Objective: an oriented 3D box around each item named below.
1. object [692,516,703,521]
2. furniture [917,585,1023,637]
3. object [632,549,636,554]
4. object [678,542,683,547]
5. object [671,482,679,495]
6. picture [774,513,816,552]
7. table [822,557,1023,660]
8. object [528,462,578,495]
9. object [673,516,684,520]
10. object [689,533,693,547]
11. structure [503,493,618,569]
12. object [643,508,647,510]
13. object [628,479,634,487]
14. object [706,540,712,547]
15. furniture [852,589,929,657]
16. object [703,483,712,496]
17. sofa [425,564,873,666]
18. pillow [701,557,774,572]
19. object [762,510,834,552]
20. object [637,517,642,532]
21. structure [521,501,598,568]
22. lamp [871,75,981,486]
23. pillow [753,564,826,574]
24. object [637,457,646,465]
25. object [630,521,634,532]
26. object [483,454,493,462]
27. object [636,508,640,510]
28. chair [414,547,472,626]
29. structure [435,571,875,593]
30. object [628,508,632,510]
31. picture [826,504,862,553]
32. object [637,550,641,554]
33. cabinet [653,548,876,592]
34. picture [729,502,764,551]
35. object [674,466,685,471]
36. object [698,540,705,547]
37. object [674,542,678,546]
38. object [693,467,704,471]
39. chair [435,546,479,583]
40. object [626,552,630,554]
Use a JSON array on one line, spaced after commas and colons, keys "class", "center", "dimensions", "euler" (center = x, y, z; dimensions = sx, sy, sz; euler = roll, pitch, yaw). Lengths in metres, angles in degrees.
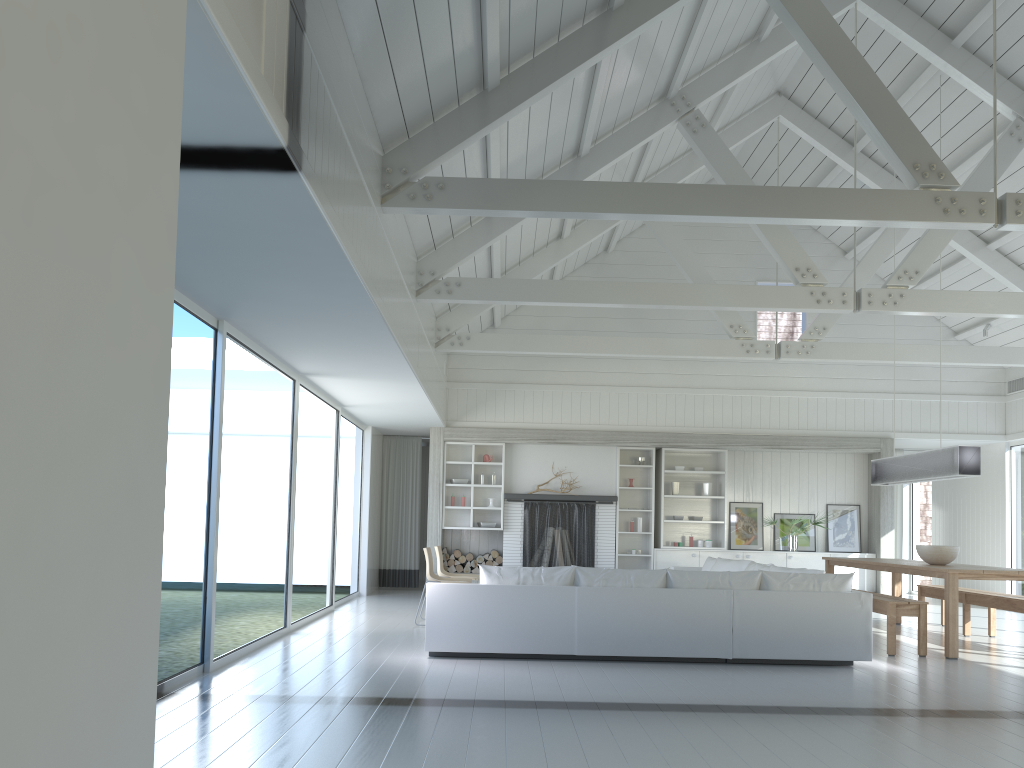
[{"class": "object", "center": [2.718, 1.974, 12.920], "dimensions": [0.141, 0.066, 0.142], "euler": [1, -8, -1]}, {"class": "furniture", "center": [4.895, 2.362, 8.928], "dimensions": [0.340, 0.467, 2.706], "euler": [1, -9, 0]}, {"class": "object", "center": [1.760, 2.426, 12.752], "dimensions": [0.054, 0.070, 0.055], "euler": [1, -5, -1]}, {"class": "object", "center": [2.438, 2.324, 12.773], "dimensions": [0.058, 0.060, 0.058], "euler": [4, -6, -23]}, {"class": "object", "center": [2.371, 1.522, 12.797], "dimensions": [0.102, 0.195, 0.103], "euler": [1, -4, -1]}, {"class": "picture", "center": [4.139, 2.173, 12.899], "dimensions": [0.609, 0.550, 0.054], "euler": [1, -3, -1]}, {"class": "table", "center": [4.124, 2.198, 8.932], "dimensions": [0.906, 0.757, 2.976], "euler": [1, -9, 0]}, {"class": "object", "center": [0.678, 1.342, 12.550], "dimensions": [0.785, 0.499, 0.459], "euler": [6, -7, -31]}, {"class": "object", "center": [2.411, 1.943, 12.776], "dimensions": [0.141, 0.066, 0.142], "euler": [1, -8, -1]}, {"class": "object", "center": [2.597, 2.260, 12.768], "dimensions": [0.054, 0.195, 0.054], "euler": [1, -3, -1]}, {"class": "structure", "center": [0.673, 2.271, 12.865], "dimensions": [1.616, 1.279, 0.866], "euler": [1, -5, -1]}, {"class": "object", "center": [1.945, 1.832, 12.875], "dimensions": [0.054, 0.025, 0.055], "euler": [1, -8, -1]}, {"class": "object", "center": [1.730, 1.441, 12.797], "dimensions": [0.137, 0.129, 0.138], "euler": [-4, -8, 42]}, {"class": "object", "center": [2.846, 2.304, 12.739], "dimensions": [0.085, 0.111, 0.086], "euler": [-2, -6, 34]}, {"class": "furniture", "center": [3.397, 2.324, 8.912], "dimensions": [0.340, 0.467, 2.706], "euler": [1, -9, 0]}, {"class": "object", "center": [2.840, 1.534, 12.802], "dimensions": [0.103, 0.195, 0.103], "euler": [-3, -6, 44]}, {"class": "sofa", "center": [1.048, 2.124, 8.896], "dimensions": [3.476, 0.733, 4.173], "euler": [1, -9, 0]}, {"class": "pillow", "center": [2.489, 2.194, 9.838], "dimensions": [0.462, 0.474, 2.075], "euler": [2, -9, -8]}, {"class": "object", "center": [4.099, 2.085, 12.604], "dimensions": [0.971, 0.625, 0.627], "euler": [2, -6, -3]}, {"class": "object", "center": [1.848, 2.039, 12.769], "dimensions": [0.072, 0.210, 0.072], "euler": [1, -4, -1]}, {"class": "structure", "center": [0.679, 2.191, 12.511], "dimensions": [1.097, 1.057, 0.117], "euler": [1, -3, -1]}, {"class": "lamp", "center": [4.188, -1.118, 9.047], "dimensions": [0.200, 4.217, 1.919], "euler": [1, -4, 0]}, {"class": "pillow", "center": [2.470, 1.926, 8.176], "dimensions": [0.466, 0.474, 1.329], "euler": [2, -8, -9]}, {"class": "object", "center": [1.876, 1.126, 12.787], "dimensions": [0.161, 0.123, 0.163], "euler": [-3, -8, 32]}, {"class": "object", "center": [1.741, 2.044, 12.769], "dimensions": [0.054, 0.195, 0.054], "euler": [1, -3, -1]}, {"class": "object", "center": [-0.357, 1.073, 12.682], "dimensions": [0.232, 0.126, 0.059], "euler": [-6, -8, 44]}, {"class": "object", "center": [1.827, 1.820, 12.819], "dimensions": [0.054, 0.025, 0.055], "euler": [1, -8, -1]}, {"class": "chair", "center": [-0.703, 2.106, 9.209], "dimensions": [0.555, 0.775, 0.600], "euler": [1, -5, -1]}, {"class": "structure", "center": [2.021, 3.019, 13.143], "dimensions": [6.348, 0.344, 1.900], "euler": [1, -9, -1]}, {"class": "object", "center": [1.709, 1.808, 12.763], "dimensions": [0.054, 0.025, 0.055], "euler": [1, -8, -1]}, {"class": "picture", "center": [4.858, 2.115, 12.900], "dimensions": [0.495, 0.699, 0.066], "euler": [1, -3, -1]}, {"class": "object", "center": [1.834, 2.433, 12.751], "dimensions": [0.058, 0.060, 0.058], "euler": [1, -6, -1]}, {"class": "cabinet", "center": [3.613, 2.708, 12.870], "dimensions": [3.181, 0.548, 0.659], "euler": [1, -7, -1]}, {"class": "picture", "center": [3.428, 2.079, 12.885], "dimensions": [0.495, 0.699, 0.066], "euler": [1, -3, -1]}, {"class": "object", "center": [2.428, 1.234, 12.812], "dimensions": [0.141, 0.066, 0.142], "euler": [1, -8, -1]}, {"class": "object", "center": [2.750, 2.321, 12.805], "dimensions": [0.092, 0.095, 0.091], "euler": [-3, -7, 33]}, {"class": "object", "center": [2.369, 2.313, 12.747], "dimensions": [0.054, 0.070, 0.055], "euler": [3, -6, -22]}, {"class": "object", "center": [2.735, 1.265, 12.957], "dimensions": [0.141, 0.066, 0.142], "euler": [1, -8, -1]}, {"class": "chair", "center": [-0.656, 2.232, 9.989], "dimensions": [0.555, 0.775, 0.600], "euler": [1, -5, -1]}, {"class": "object", "center": [1.683, 2.447, 12.750], "dimensions": [0.054, 0.025, 0.055], "euler": [1, -8, -1]}]
